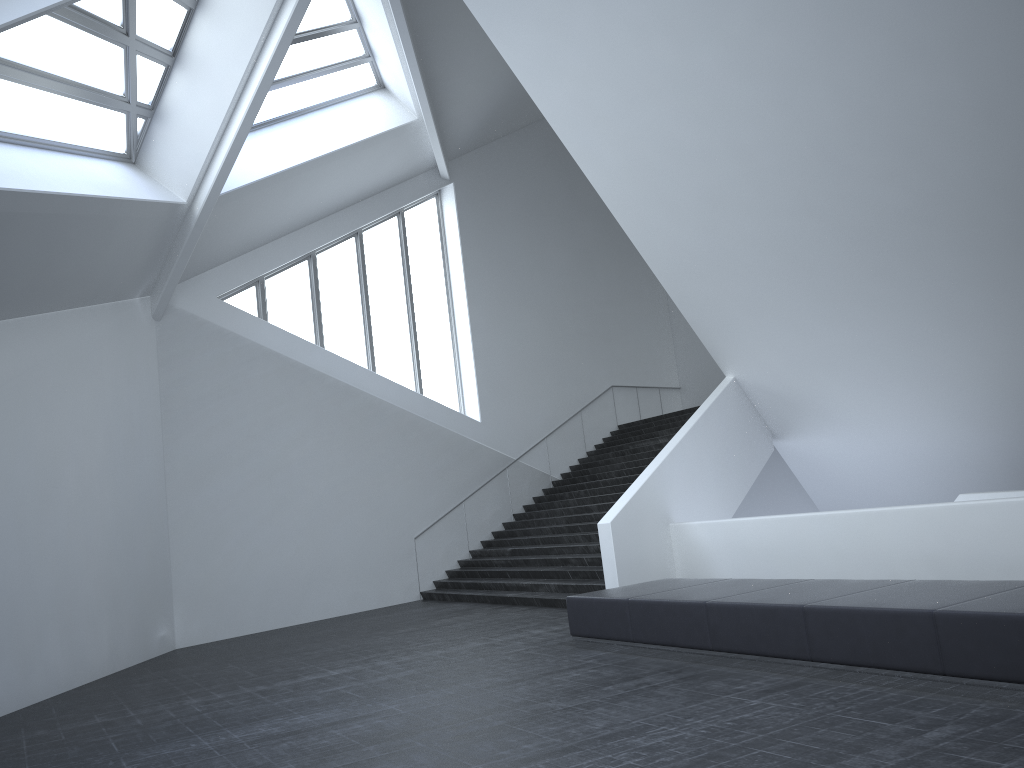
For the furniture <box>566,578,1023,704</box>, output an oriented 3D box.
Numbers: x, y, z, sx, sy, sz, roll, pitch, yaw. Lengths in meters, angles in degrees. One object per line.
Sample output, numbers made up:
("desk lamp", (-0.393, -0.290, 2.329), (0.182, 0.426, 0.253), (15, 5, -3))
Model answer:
("furniture", (2.700, 2.131, 7.884), (1.488, 0.580, 5.742), (-2, -9, -31))
